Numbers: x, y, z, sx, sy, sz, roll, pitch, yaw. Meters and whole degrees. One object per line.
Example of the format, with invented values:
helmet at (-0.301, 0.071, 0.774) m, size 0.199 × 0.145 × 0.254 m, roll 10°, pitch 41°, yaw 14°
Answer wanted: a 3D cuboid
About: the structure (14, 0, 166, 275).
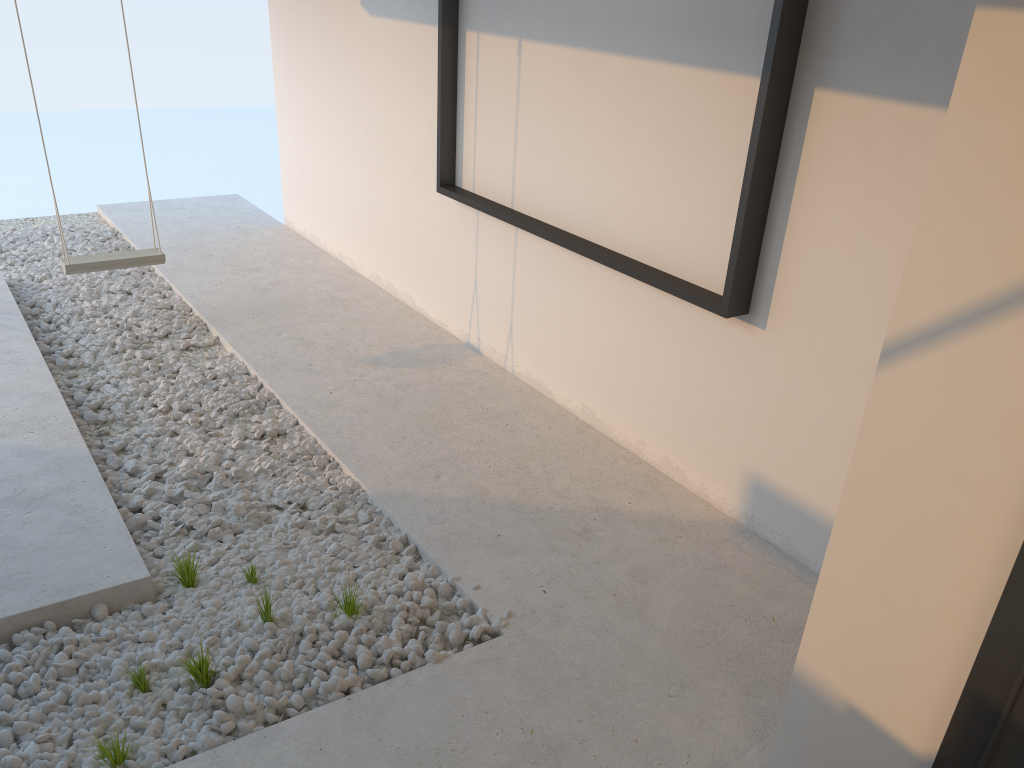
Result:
structure at (-1.916, -1.425, 3.916) m, size 0.457 × 1.942 × 0.125 m, roll -14°, pitch 33°, yaw -30°
